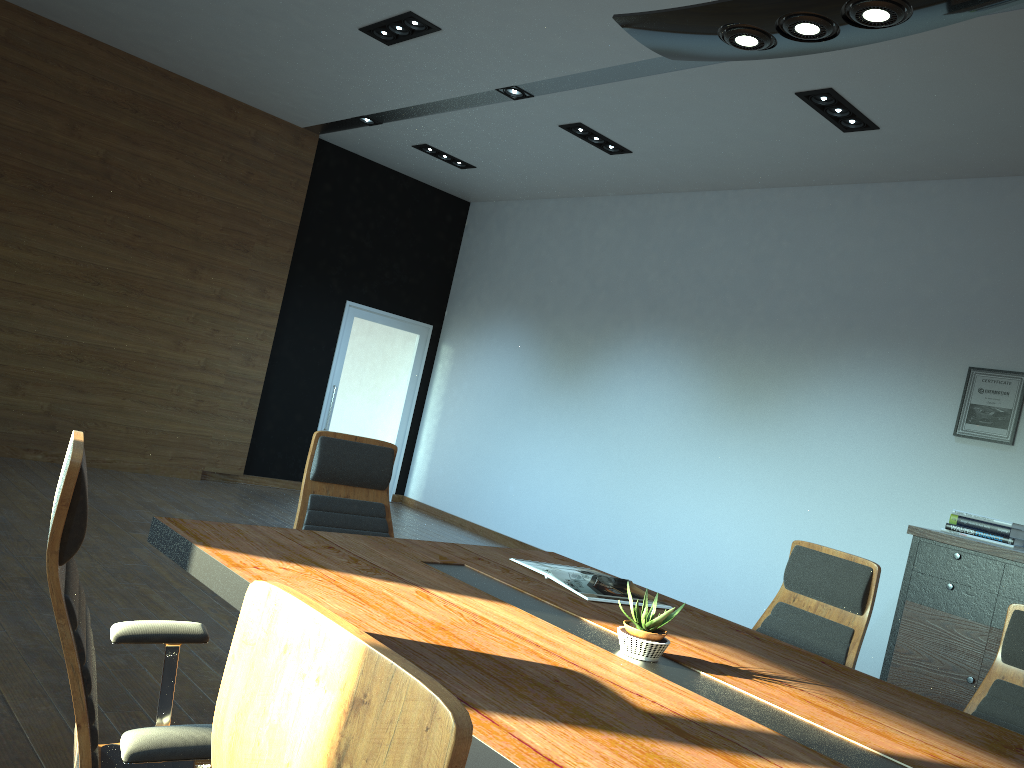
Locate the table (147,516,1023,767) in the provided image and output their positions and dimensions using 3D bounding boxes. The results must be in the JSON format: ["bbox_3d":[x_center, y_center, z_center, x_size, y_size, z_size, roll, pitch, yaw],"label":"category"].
[{"bbox_3d":[1.233,1.310,1.287,1.794,0.797,5.514,14,-2,-41],"label":"table"}]

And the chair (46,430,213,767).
[{"bbox_3d":[-0.700,0.723,1.873,0.699,1.128,0.703,13,0,-26],"label":"chair"}]

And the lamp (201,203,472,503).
[{"bbox_3d":[-2.703,-0.951,5.660,9.441,3.709,16.599,14,-2,-41],"label":"lamp"}]

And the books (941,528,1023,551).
[{"bbox_3d":[3.037,1.000,5.681,0.324,0.021,0.441,14,-2,-41],"label":"books"}]

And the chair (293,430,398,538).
[{"bbox_3d":[-0.576,0.803,3.463,0.710,1.128,0.692,13,0,-39],"label":"chair"}]

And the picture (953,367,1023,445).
[{"bbox_3d":[3.212,0.142,5.944,0.028,0.484,0.378,12,0,-41],"label":"picture"}]

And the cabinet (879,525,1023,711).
[{"bbox_3d":[3.352,1.689,4.863,0.771,1.233,2.336,13,-1,-41],"label":"cabinet"}]

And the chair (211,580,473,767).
[{"bbox_3d":[-0.058,0.843,1.073,0.699,1.128,0.702,13,0,-41],"label":"chair"}]

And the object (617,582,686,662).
[{"bbox_3d":[0.368,0.648,2.410,0.152,0.188,0.178,13,0,24],"label":"object"}]

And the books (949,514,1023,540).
[{"bbox_3d":[3.058,0.920,5.695,0.289,0.063,0.367,14,-2,-41],"label":"books"}]

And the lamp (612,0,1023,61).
[{"bbox_3d":[0.914,-1.520,2.333,0.341,1.200,1.191,12,0,-41],"label":"lamp"}]

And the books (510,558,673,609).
[{"bbox_3d":[0.290,0.732,3.317,0.391,0.033,0.542,14,-2,-30],"label":"books"}]

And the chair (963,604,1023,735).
[{"bbox_3d":[1.448,1.239,2.629,0.699,1.128,0.702,13,0,-41],"label":"chair"}]

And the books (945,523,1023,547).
[{"bbox_3d":[3.028,0.965,5.670,0.401,0.041,0.275,11,-2,44],"label":"books"}]

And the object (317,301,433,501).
[{"bbox_3d":[-1.673,0.236,10.236,1.203,2.161,0.199,13,1,-41],"label":"object"}]

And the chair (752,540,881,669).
[{"bbox_3d":[0.884,1.131,3.276,0.699,1.128,0.703,13,0,-34],"label":"chair"}]

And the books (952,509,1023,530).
[{"bbox_3d":[3.068,0.874,5.695,0.293,0.032,0.360,15,-2,-43],"label":"books"}]
